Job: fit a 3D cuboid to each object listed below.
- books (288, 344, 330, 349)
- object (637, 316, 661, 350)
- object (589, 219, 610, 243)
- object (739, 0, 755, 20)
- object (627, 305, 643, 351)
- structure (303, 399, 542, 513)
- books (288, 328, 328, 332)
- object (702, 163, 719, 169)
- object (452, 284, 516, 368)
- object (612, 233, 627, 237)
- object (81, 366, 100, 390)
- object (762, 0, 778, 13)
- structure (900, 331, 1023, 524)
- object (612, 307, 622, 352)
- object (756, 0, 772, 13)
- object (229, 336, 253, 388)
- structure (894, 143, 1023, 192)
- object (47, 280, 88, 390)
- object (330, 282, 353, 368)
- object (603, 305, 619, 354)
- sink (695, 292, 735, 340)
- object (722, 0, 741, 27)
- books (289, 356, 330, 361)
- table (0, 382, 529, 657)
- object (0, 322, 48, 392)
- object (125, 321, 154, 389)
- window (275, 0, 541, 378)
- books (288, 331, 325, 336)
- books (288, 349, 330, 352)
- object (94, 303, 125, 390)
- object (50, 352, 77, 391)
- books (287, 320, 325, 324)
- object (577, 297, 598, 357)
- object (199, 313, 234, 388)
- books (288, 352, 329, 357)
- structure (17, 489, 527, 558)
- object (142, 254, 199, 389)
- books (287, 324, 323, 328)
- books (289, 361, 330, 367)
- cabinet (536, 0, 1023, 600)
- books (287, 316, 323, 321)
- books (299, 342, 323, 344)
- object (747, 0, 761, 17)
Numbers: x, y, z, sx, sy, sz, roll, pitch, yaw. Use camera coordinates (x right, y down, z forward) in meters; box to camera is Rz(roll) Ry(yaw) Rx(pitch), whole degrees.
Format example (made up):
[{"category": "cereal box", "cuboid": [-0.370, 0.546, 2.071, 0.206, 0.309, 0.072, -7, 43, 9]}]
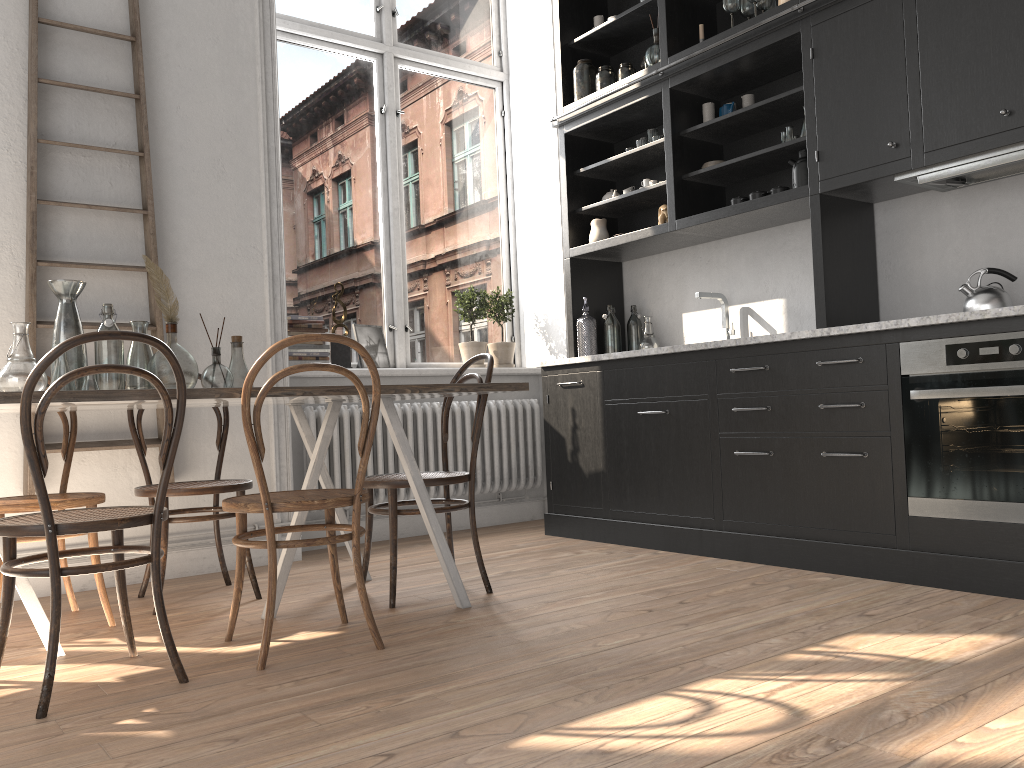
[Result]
[{"category": "books", "cuboid": [-1.136, -0.192, 4.762, 0.245, 0.028, 0.193, -1, -2, -42]}, {"category": "object", "cuboid": [0.753, -0.261, 4.888, 0.132, 0.219, 0.120, -1, -2, -36]}, {"category": "object", "cuboid": [0.488, -0.837, 4.941, 0.115, 0.144, 0.127, -3, -2, 32]}, {"category": "object", "cuboid": [1.111, -1.730, 4.160, 0.083, 0.221, 0.083, -1, -2, -45]}, {"category": "object", "cuboid": [0.693, -0.293, 5.003, 0.086, 0.301, 0.086, -3, -1, 9]}, {"category": "structure", "cuboid": [-0.485, 0.378, 5.012, 1.577, 0.552, 0.194, -1, -2, -37]}, {"category": "books", "cuboid": [-1.137, -0.283, 4.761, 0.243, 0.019, 0.174, -1, -2, -37]}, {"category": "object", "cuboid": [-1.559, -0.077, 3.134, 5.826, 1.842, 0.792, -1, -2, -32]}, {"category": "object", "cuboid": [-0.166, -0.354, 5.495, 0.234, 0.524, 0.500, -4, -2, 43]}, {"category": "object", "cuboid": [0.640, -0.792, 4.855, 0.180, 0.037, 0.180, -4, -2, 38]}, {"category": "object", "cuboid": [-1.297, -0.007, 2.726, 0.058, 0.094, 0.058, -2, -2, -8]}, {"category": "object", "cuboid": [1.231, -1.733, 4.210, 0.083, 0.221, 0.083, -2, -1, -5]}, {"category": "structure", "cuboid": [1.818, 0.142, 3.109, 0.618, 0.623, 0.622, -1, -2, -37]}, {"category": "object", "cuboid": [0.578, -0.287, 5.050, 0.086, 0.301, 0.086, -2, -2, -22]}, {"category": "object", "cuboid": [1.161, -1.734, 4.093, 0.083, 0.221, 0.083, -1, -2, -38]}, {"category": "object", "cuboid": [-0.979, -0.066, 3.167, 0.101, 0.211, 0.101, -3, -1, 3]}, {"category": "structure", "cuboid": [1.881, -0.837, 3.219, 0.379, 0.123, 0.844, -1, -2, -37]}, {"category": "object", "cuboid": [-1.442, -0.140, 2.885, 0.116, 0.383, 0.116, -2, -2, -25]}, {"category": "object", "cuboid": [-0.954, -0.322, 4.905, 0.122, 0.488, 0.102, -2, -1, -12]}, {"category": "object", "cuboid": [0.548, -0.289, 4.930, 0.086, 0.301, 0.086, -4, -2, 39]}, {"category": "sink", "cuboid": [0.906, -0.206, 4.387, 0.514, 0.504, 0.526, -1, -2, -37]}, {"category": "object", "cuboid": [1.019, -1.727, 4.112, 0.083, 0.221, 0.083, -2, -1, -5]}, {"category": "books", "cuboid": [-1.130, -0.130, 4.742, 0.249, 0.023, 0.175, -1, -2, -41]}, {"category": "table", "cuboid": [-1.133, 0.428, 2.888, 2.200, 0.779, 1.100, -1, -2, -37]}, {"category": "object", "cuboid": [-1.432, -0.069, 2.589, 0.132, 0.219, 0.132, -4, -2, 43]}, {"category": "object", "cuboid": [-1.246, -0.082, 2.978, 0.100, 0.255, 0.098, -3, -2, 30]}, {"category": "window", "cuboid": [2.337, -5.816, 11.600, 14.383, 15.932, 26.406, -1, -2, -37]}, {"category": "books", "cuboid": [-1.132, -0.262, 4.763, 0.205, 0.022, 0.155, -1, -2, -42]}, {"category": "books", "cuboid": [-1.133, -0.171, 4.761, 0.255, 0.014, 0.193, -1, -2, -33]}, {"category": "object", "cuboid": [-1.295, -0.107, 2.852, 0.086, 0.301, 0.086, -4, -2, 39]}, {"category": "object", "cuboid": [-1.403, -0.033, 2.767, 0.083, 0.158, 0.083, -1, -2, -41]}, {"category": "books", "cuboid": [-1.135, -0.326, 4.765, 0.205, 0.020, 0.155, -1, -2, -37]}, {"category": "object", "cuboid": [0.413, -0.310, 4.912, 0.109, 0.349, 0.109, -3, -2, 34]}, {"category": "object", "cuboid": [-1.016, -0.104, 3.047, 0.107, 0.283, 0.107, -1, -2, -42]}, {"category": "books", "cuboid": [-1.131, -0.153, 4.742, 0.249, 0.023, 0.175, -1, -2, -36]}, {"category": "structure", "cuboid": [-1.996, -1.349, 3.895, 5.181, 4.473, 0.340, -1, -2, -37]}, {"category": "object", "cuboid": [-1.108, -0.186, 2.885, 0.156, 0.446, 0.157, -2, -2, -19]}, {"category": "books", "cuboid": [-1.145, -0.304, 4.756, 0.231, 0.023, 0.162, -2, -2, -21]}, {"category": "books", "cuboid": [-1.131, -0.097, 4.741, 0.248, 0.043, 0.192, -1, -2, -37]}, {"category": "cabinet", "cuboid": [1.302, -1.050, 3.776, 0.635, 3.582, 3.252, -1, -2, -37]}, {"category": "books", "cuboid": [-1.146, -0.347, 4.769, 0.159, 0.024, 0.201, -4, -3, 43]}, {"category": "books", "cuboid": [-1.130, -0.217, 4.762, 0.205, 0.022, 0.155, -2, -2, -23]}, {"category": "object", "cuboid": [1.099, -1.734, 4.008, 0.083, 0.221, 0.083, -3, -1, 10]}]
